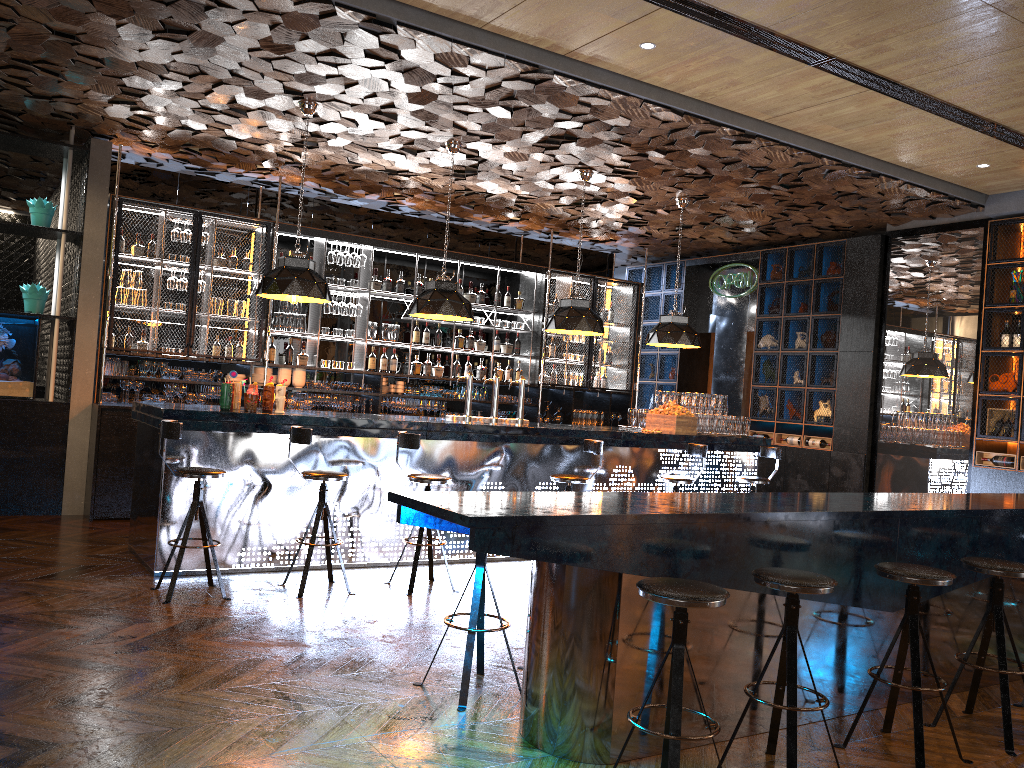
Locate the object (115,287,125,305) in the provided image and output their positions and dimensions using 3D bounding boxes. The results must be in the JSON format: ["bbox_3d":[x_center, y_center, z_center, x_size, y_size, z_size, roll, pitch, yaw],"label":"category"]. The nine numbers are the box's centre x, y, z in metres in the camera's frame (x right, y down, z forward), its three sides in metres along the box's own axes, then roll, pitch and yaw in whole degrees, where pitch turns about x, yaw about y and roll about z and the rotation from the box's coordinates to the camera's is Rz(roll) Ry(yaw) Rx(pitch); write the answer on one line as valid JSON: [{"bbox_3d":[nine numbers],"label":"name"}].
[{"bbox_3d":[-3.905,-0.876,8.844,0.092,0.182,0.092,5,-1,-37],"label":"object"}]

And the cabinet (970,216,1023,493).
[{"bbox_3d":[6.034,0.197,7.117,0.691,3.514,4.416,5,-1,-32],"label":"cabinet"}]

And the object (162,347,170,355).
[{"bbox_3d":[-3.530,-0.329,9.046,0.077,0.080,0.077,4,-1,7],"label":"object"}]

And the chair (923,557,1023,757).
[{"bbox_3d":[2.281,1.244,4.201,0.419,0.813,0.419,5,-1,-37],"label":"chair"}]

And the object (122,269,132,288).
[{"bbox_3d":[-3.850,-1.055,8.872,0.092,0.182,0.092,5,-1,-37],"label":"object"}]

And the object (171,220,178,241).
[{"bbox_3d":[-3.486,-1.586,9.172,0.081,0.213,0.081,5,-1,-27],"label":"object"}]

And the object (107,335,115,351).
[{"bbox_3d":[-3.994,-0.456,8.818,0.075,0.261,0.075,4,-1,17],"label":"object"}]

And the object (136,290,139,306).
[{"bbox_3d":[-3.789,-0.866,9.021,0.092,0.182,0.092,5,-1,-37],"label":"object"}]

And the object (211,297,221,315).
[{"bbox_3d":[-3.107,-0.813,9.297,0.092,0.182,0.092,5,-1,-37],"label":"object"}]

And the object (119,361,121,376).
[{"bbox_3d":[-3.922,-0.159,8.891,0.051,0.152,0.058,4,-1,-8],"label":"object"}]

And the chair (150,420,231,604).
[{"bbox_3d":[-2.054,0.799,5.700,0.476,1.108,0.419,5,-1,-32],"label":"chair"}]

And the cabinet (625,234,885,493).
[{"bbox_3d":[3.031,0.037,11.861,0.691,3.514,4.416,5,-1,-32],"label":"cabinet"}]

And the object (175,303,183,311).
[{"bbox_3d":[-3.423,-0.787,9.121,0.077,0.080,0.077,4,-1,36],"label":"object"}]

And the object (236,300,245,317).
[{"bbox_3d":[-2.889,-0.795,9.439,0.092,0.182,0.092,5,-1,-37],"label":"object"}]

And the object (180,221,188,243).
[{"bbox_3d":[-3.405,-1.580,9.223,0.081,0.213,0.081,5,-1,-27],"label":"object"}]

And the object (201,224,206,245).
[{"bbox_3d":[-3.256,-1.568,9.318,0.081,0.213,0.081,5,-1,-27],"label":"object"}]

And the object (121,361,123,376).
[{"bbox_3d":[-3.819,-0.153,8.744,0.058,0.152,0.051,5,-1,-28],"label":"object"}]

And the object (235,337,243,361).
[{"bbox_3d":[-2.921,-0.371,9.502,0.075,0.260,0.075,4,-1,17],"label":"object"}]

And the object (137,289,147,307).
[{"bbox_3d":[-3.728,-0.862,8.945,0.092,0.182,0.092,5,-1,-37],"label":"object"}]

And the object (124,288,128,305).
[{"bbox_3d":[-3.875,-0.872,8.977,0.092,0.182,0.092,5,-1,-37],"label":"object"}]

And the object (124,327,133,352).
[{"bbox_3d":[-3.839,-0.445,8.884,0.075,0.260,0.075,4,-1,2],"label":"object"}]

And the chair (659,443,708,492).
[{"bbox_3d":[1.477,1.082,7.905,0.476,1.108,0.419,4,-1,-17],"label":"chair"}]

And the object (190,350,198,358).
[{"bbox_3d":[-3.310,-0.311,9.209,0.077,0.080,0.077,5,-1,-44],"label":"object"}]

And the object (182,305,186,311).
[{"bbox_3d":[-3.424,-0.785,9.236,0.077,0.080,0.077,4,-1,22],"label":"object"}]

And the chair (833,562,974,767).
[{"bbox_3d":[1.721,1.199,3.847,0.419,0.813,0.419,5,-1,-37],"label":"chair"}]

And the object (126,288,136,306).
[{"bbox_3d":[-3.818,-0.869,8.900,0.092,0.182,0.092,5,-1,-37],"label":"object"}]

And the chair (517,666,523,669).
[{"bbox_3d":[0.344,1.108,4.635,0.419,0.813,0.419,5,-1,-37],"label":"chair"}]

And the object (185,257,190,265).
[{"bbox_3d":[-3.408,-1.282,9.257,0.077,0.080,0.077,4,-1,23],"label":"object"}]

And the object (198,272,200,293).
[{"bbox_3d":[-3.292,-1.069,9.312,0.081,0.213,0.081,5,-1,-27],"label":"object"}]

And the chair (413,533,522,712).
[{"bbox_3d":[-0.164,1.067,4.261,0.419,0.813,0.419,5,-1,-37],"label":"chair"}]

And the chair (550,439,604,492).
[{"bbox_3d":[0.479,1.001,7.212,0.476,1.108,0.419,4,-1,-17],"label":"chair"}]

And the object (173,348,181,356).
[{"bbox_3d":[-3.436,-0.322,9.092,0.077,0.080,0.077,4,-1,43],"label":"object"}]

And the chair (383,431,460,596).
[{"bbox_3d":[-0.638,0.910,6.382,0.476,1.108,0.419,5,-1,-32],"label":"chair"}]

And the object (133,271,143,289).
[{"bbox_3d":[-3.768,-1.048,8.934,0.092,0.182,0.092,5,-1,-37],"label":"object"}]

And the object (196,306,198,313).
[{"bbox_3d":[-3.340,-0.779,9.297,0.077,0.080,0.077,5,-1,-37],"label":"object"}]

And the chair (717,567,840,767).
[{"bbox_3d":[1.083,1.148,3.486,0.419,0.813,0.419,5,-1,-37],"label":"chair"}]

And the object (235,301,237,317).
[{"bbox_3d":[-2.930,-0.797,9.524,0.092,0.182,0.092,5,-1,-37],"label":"object"}]

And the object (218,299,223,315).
[{"bbox_3d":[-3.114,-0.812,9.411,0.092,0.182,0.092,5,-1,-37],"label":"object"}]

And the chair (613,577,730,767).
[{"bbox_3d":[0.571,1.106,3.109,0.419,0.813,0.419,5,-1,-37],"label":"chair"}]

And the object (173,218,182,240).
[{"bbox_3d":[-3.409,-1.582,9.050,0.081,0.213,0.081,5,-1,-27],"label":"object"}]

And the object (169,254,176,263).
[{"bbox_3d":[-3.487,-1.289,9.104,0.077,0.080,0.077,5,-1,-42],"label":"object"}]

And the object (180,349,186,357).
[{"bbox_3d":[-3.417,-0.319,9.206,0.077,0.080,0.077,4,-1,23],"label":"object"}]

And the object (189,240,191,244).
[{"bbox_3d":[-3.332,-1.574,9.269,0.081,0.213,0.081,5,-1,-27],"label":"object"}]

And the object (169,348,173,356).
[{"bbox_3d":[-3.552,-0.329,9.207,0.077,0.080,0.077,4,-1,7],"label":"object"}]

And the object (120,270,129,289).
[{"bbox_3d":[-3.906,-1.058,8.953,0.092,0.182,0.092,5,-1,-37],"label":"object"}]

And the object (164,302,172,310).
[{"bbox_3d":[-3.529,-0.795,9.099,0.077,0.080,0.077,4,-1,-21],"label":"object"}]

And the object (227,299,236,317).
[{"bbox_3d":[-2.979,-0.802,9.406,0.092,0.182,0.092,5,-1,-37],"label":"object"}]

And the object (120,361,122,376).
[{"bbox_3d":[-3.877,-0.156,8.849,0.051,0.152,0.058,4,-1,-6],"label":"object"}]

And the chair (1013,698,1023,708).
[{"bbox_3d":[2.935,1.296,4.603,0.419,0.813,0.419,5,-1,-37],"label":"chair"}]

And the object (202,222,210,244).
[{"bbox_3d":[-3.179,-1.563,9.196,0.081,0.213,0.081,5,-1,-27],"label":"object"}]

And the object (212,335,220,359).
[{"bbox_3d":[-3.123,-0.386,9.372,0.075,0.261,0.075,4,-1,17],"label":"object"}]

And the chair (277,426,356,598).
[{"bbox_3d":[-1.329,0.856,6.084,0.476,1.108,0.419,5,-1,-32],"label":"chair"}]

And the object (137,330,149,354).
[{"bbox_3d":[-3.730,-0.427,8.966,0.108,0.244,0.108,4,-1,-19],"label":"object"}]

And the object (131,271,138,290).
[{"bbox_3d":[-3.814,-1.050,8.999,0.092,0.182,0.092,5,-1,-37],"label":"object"}]

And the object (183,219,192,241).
[{"bbox_3d":[-3.328,-1.575,9.101,0.081,0.213,0.081,5,-1,-27],"label":"object"}]

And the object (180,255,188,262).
[{"bbox_3d":[-3.387,-1.282,9.143,0.077,0.080,0.077,4,-1,3],"label":"object"}]

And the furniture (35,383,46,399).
[{"bbox_3d":[-10.499,0.213,9.177,9.798,1.137,3.595,5,-1,-32],"label":"furniture"}]

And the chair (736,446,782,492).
[{"bbox_3d":[2.325,1.152,8.522,0.476,1.108,0.419,4,-1,-22],"label":"chair"}]

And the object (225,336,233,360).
[{"bbox_3d":[-3.019,-0.379,9.464,0.075,0.260,0.075,4,-1,17],"label":"object"}]
